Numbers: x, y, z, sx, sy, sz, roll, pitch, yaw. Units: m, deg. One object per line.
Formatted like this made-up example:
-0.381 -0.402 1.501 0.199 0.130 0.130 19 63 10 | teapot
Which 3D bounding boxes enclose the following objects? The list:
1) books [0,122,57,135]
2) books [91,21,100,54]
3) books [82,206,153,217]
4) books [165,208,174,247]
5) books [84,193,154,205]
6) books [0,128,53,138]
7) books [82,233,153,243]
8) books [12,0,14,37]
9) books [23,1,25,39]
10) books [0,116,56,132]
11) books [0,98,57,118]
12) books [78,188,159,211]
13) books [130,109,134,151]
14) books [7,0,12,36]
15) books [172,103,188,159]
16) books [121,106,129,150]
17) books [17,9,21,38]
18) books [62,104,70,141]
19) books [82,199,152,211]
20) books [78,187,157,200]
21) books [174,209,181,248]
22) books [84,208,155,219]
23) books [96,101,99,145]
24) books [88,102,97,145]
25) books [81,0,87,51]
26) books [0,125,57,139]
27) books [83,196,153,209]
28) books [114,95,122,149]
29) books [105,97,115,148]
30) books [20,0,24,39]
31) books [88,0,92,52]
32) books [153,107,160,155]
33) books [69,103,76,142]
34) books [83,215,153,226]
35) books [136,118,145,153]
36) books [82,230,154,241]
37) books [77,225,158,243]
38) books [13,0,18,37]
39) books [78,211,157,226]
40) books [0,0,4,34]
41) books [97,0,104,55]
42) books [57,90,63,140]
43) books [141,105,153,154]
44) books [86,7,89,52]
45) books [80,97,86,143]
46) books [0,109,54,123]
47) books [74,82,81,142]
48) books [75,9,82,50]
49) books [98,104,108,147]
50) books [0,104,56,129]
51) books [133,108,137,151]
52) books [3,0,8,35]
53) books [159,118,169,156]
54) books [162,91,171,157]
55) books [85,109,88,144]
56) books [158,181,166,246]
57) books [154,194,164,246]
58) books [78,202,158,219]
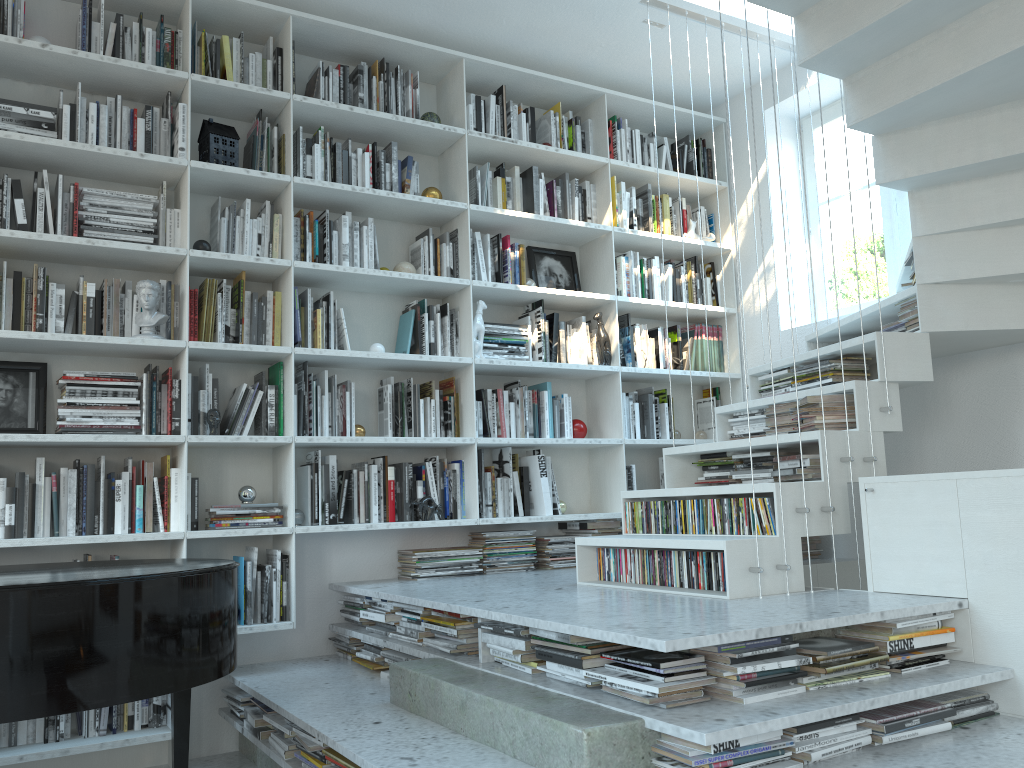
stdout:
-1.927 -0.966 3.428 0.285 0.012 0.159 3 -9 -32 | books
-1.708 -1.344 3.619 0.031 0.208 0.147 2 -8 -30 | books
-1.594 -0.674 3.580 0.254 0.012 0.161 2 -9 -28 | books
-1.427 -0.603 3.666 0.029 0.198 0.172 2 -9 -30 | books
-1.599 -0.723 3.590 0.254 0.012 0.161 2 -9 -30 | books
-1.925 -0.943 3.423 0.254 0.012 0.161 3 -9 -33 | books
-1.592 -0.565 3.570 0.254 0.012 0.161 2 -9 -30 | books
-1.951 -1.380 3.464 0.005 0.255 0.168 2 -8 -30 | books
-1.929 -1.366 3.500 0.004 0.235 0.138 2 -8 -30 | books
-1.922 -0.985 3.425 0.285 0.024 0.159 2 -9 -25 | books
-1.931 -1.056 3.444 0.285 0.024 0.159 2 -9 -30 | books
-1.593 -0.737 3.581 0.285 0.012 0.159 3 -10 -35 | books
-1.569 -0.988 3.634 0.010 0.230 0.152 2 -8 -30 | books
-1.961 -1.362 3.458 0.016 0.219 0.144 2 -8 -30 | books
-1.384 -0.993 3.668 0.037 0.237 0.272 2 -9 -30 | books
-1.587 -0.987 3.610 0.023 0.222 0.191 2 -9 -30 | books
-1.937 -1.344 3.478 0.010 0.186 0.152 2 -9 -30 | books
-1.770 -0.976 3.506 0.025 0.187 0.193 2 -9 -30 | books
-1.592 -0.699 3.577 0.254 0.012 0.161 2 -9 -25 | books
-1.597 -0.748 3.589 0.285 0.012 0.159 2 -9 -28 | books
-1.404 -0.604 3.686 0.030 0.205 0.158 2 -9 -30 | books
-1.593 -0.662 3.576 0.254 0.012 0.161 3 -9 -33 | books
-1.681 -0.998 3.578 0.012 0.244 0.131 2 -8 -30 | books
-1.691 -0.987 3.556 0.027 0.216 0.190 2 -9 -30 | books
-1.737 -1.390 3.585 0.014 0.292 0.176 2 -8 -30 | books
-1.925 -0.955 3.424 0.285 0.012 0.159 3 -9 -33 | books
-1.596 -0.712 3.584 0.254 0.012 0.161 2 -9 -28 | books
-1.612 -1.009 3.608 0.023 0.269 0.185 2 -8 -30 | books
-1.644 -1.010 3.613 0.029 0.273 0.140 2 -8 -30 | books
-1.926 -1.379 3.481 0.011 0.255 0.143 2 -8 -30 | books
-1.722 -1.390 3.604 0.011 0.295 0.157 2 -8 -30 | books
-1.492 -0.999 3.687 0.029 0.261 0.133 2 -8 -30 | books
-1.764 -0.989 3.546 0.024 0.223 0.128 2 -8 -30 | books
-1.594 -0.637 3.577 0.254 0.012 0.161 2 -9 -29 | books
-1.535 -0.967 3.639 0.029 0.188 0.176 2 -9 -30 | books
-1.592 -0.578 3.570 0.254 0.012 0.161 3 -9 -31 | books
-1.590 -0.590 3.567 0.285 0.012 0.159 3 -9 -33 | books
-1.953 -1.374 3.484 0.013 0.249 0.148 2 -8 -30 | books
-1.592 -0.650 3.575 0.285 0.012 0.159 2 -9 -27 | books
-1.990 -1.376 3.455 0.014 0.247 0.139 2 -8 -30 | books
-1.682 -1.407 3.618 0.010 0.331 0.186 2 -8 -30 | books
-1.789 -1.009 3.505 0.012 0.253 0.161 2 -8 -30 | books
-1.510 -0.996 3.657 0.032 0.248 0.173 2 -8 -30 | books
-1.735 -1.375 3.604 0.011 0.266 0.129 2 -8 -30 | books
-1.722 -0.998 3.542 0.021 0.237 0.171 2 -9 -30 | books
-1.925 -1.009 3.430 0.254 0.025 0.161 3 -9 -34 | books
-1.729 -1.024 3.524 0.011 0.283 0.190 2 -8 -30 | books
-1.756 -1.365 3.591 0.012 0.245 0.151 2 -8 -30 | books
-1.658 -0.986 3.579 0.028 0.218 0.183 2 -9 -30 | books
-1.928 -1.032 3.437 0.285 0.024 0.159 2 -9 -28 | books
-1.556 -0.988 3.635 0.012 0.230 0.158 2 -8 -30 | books
-1.976 -1.385 3.457 0.013 0.264 0.147 2 -8 -30 | books
-1.459 -0.971 3.686 0.029 0.202 0.191 2 -9 -30 | books
-1.448 -1.034 3.712 0.012 0.333 0.156 2 -8 -30 | books
-1.714 -0.980 3.558 0.011 0.203 0.133 2 -8 -30 | books
-1.449 -0.663 3.665 0.012 0.318 0.140 2 -8 -30 | books
-1.450 -0.633 3.641 0.012 0.253 0.161 2 -8 -30 | books
-1.596 -0.686 3.583 0.285 0.012 0.159 3 -9 -31 | books
